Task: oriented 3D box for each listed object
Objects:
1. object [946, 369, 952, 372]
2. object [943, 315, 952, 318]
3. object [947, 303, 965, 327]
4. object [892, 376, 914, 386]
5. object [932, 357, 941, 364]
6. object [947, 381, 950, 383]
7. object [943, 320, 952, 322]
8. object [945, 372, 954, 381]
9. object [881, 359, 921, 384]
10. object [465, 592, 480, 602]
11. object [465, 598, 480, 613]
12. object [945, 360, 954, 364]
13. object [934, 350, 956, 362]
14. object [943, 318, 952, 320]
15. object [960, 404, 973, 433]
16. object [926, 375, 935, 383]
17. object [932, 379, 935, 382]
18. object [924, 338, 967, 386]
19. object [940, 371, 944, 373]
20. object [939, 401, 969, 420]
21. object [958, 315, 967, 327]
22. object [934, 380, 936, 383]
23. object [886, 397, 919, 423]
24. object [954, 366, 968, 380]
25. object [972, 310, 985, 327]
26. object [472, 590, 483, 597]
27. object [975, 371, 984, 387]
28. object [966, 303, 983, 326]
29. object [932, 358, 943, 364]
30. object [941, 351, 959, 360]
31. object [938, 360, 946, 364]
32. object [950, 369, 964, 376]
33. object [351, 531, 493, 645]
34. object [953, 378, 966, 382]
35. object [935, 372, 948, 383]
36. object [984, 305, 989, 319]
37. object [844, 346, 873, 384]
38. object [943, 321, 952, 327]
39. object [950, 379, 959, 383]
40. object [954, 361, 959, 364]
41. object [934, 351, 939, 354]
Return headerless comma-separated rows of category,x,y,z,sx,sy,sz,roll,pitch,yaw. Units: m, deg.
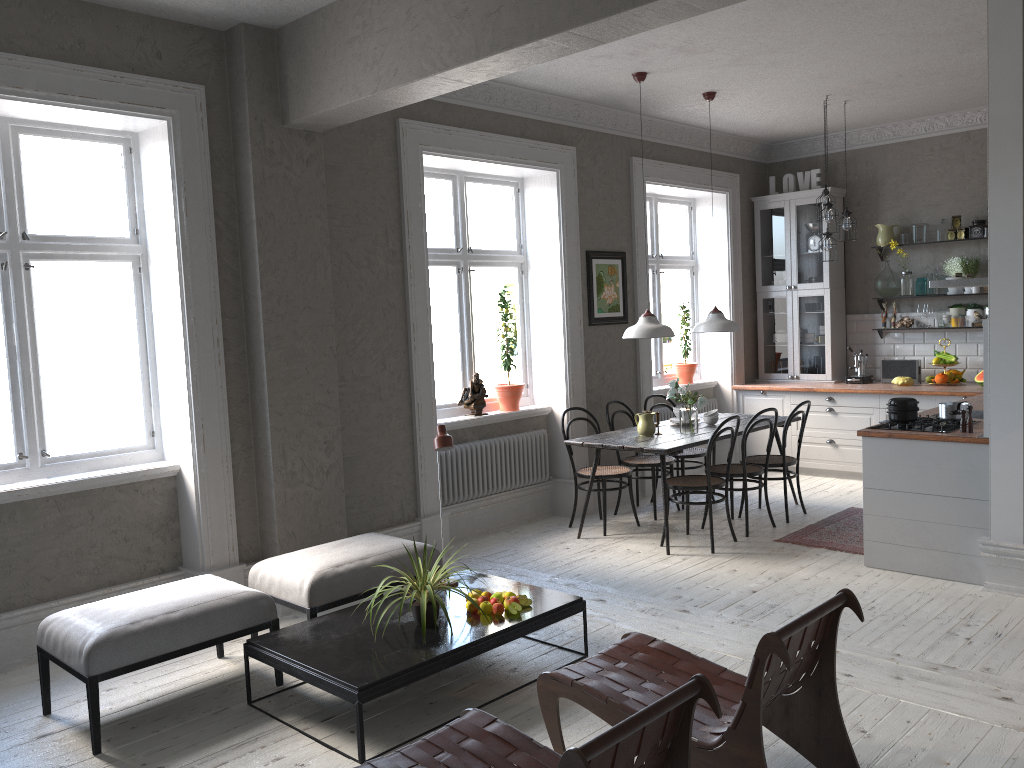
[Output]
object,4.000,-0.091,8.094,0.083,0.093,0.088,1,6,40
object,3.982,-0.605,8.103,0.076,0.051,0.078,0,5,30
object,4.095,-0.639,8.169,0.154,0.217,0.158,-1,5,24
object,3.601,-0.027,8.159,0.193,0.083,0.193,2,6,44
object,3.851,-0.211,8.032,0.080,0.069,0.058,-5,5,-27
object,3.929,-0.019,8.006,0.070,0.065,0.070,-5,5,-25
object,3.984,-0.562,8.106,0.075,0.051,0.079,1,5,37
object,3.943,-0.071,7.990,0.089,0.078,0.087,-4,5,-19
object,3.672,-0.118,8.367,0.344,0.226,0.090,2,6,44
object,-0.188,1.015,4.177,0.072,0.066,0.065,-6,6,-41
object,-0.182,1.022,4.085,0.071,0.066,0.069,-5,5,-31
object,3.955,-0.189,8.004,0.074,0.062,0.102,-1,5,17
object,3.924,-0.256,8.018,0.068,0.101,0.206,-6,6,-39
object,3.983,-0.580,8.105,0.078,0.051,0.076,-5,5,-27
object,2.653,0.199,5.169,0.071,0.167,0.036,2,6,44
object,3.878,-0.046,8.154,0.153,0.072,0.075,-4,5,-17
object,3.880,-0.038,8.101,0.089,0.057,0.084,-4,5,-14
object,3.935,-0.202,8.051,0.345,0.425,0.358,0,5,29
object,3.984,-0.082,8.122,0.156,0.076,0.078,-4,5,-20
object,2.780,0.156,5.485,0.176,0.134,0.301,-3,4,-11
object,4.103,-0.576,8.067,0.076,0.108,0.079,1,6,37
object,3.902,-0.030,8.102,0.068,0.076,0.233,0,5,27
object,2.428,0.162,5.501,0.187,0.147,0.196,-1,5,24
object,4.039,-0.096,7.986,0.127,0.120,0.060,-4,5,-23
object,4.203,-0.589,7.958,0.117,0.147,0.101,-2,5,12
object,-0.173,1.015,4.253,0.068,0.055,0.060,-2,4,11
object,4.119,-0.054,7.648,0.221,0.174,0.232,-5,5,-24
object,4.211,-0.632,8.070,0.149,0.214,0.171,-4,5,-16
object,3.894,-0.202,8.098,0.094,0.078,0.103,0,5,31
object,3.993,-0.251,8.049,0.089,0.096,0.177,-5,5,-25
object,3.892,-0.189,8.017,0.062,0.061,0.068,2,6,44
object,4.025,-0.104,8.009,0.124,0.056,0.061,1,5,36
object,-0.361,0.872,3.935,0.675,0.420,0.718,-5,5,-28
object,4.048,-0.043,8.054,0.054,0.044,0.216,-3,4,-7
object,3.862,-0.054,7.963,0.112,0.111,0.112,-2,4,11
object,4.334,-0.628,7.964,0.155,0.213,0.156,1,6,42
object,3.333,-0.190,8.562,0.201,0.370,0.361,2,6,44
object,3.984,-0.545,8.108,0.075,0.051,0.079,1,5,37
object,3.974,-0.023,7.954,0.068,0.051,0.090,-2,4,2
object,4.005,-0.193,7.998,0.050,0.050,0.051,-6,5,-36
object,3.879,-0.279,8.065,0.072,0.058,0.051,-1,5,21
